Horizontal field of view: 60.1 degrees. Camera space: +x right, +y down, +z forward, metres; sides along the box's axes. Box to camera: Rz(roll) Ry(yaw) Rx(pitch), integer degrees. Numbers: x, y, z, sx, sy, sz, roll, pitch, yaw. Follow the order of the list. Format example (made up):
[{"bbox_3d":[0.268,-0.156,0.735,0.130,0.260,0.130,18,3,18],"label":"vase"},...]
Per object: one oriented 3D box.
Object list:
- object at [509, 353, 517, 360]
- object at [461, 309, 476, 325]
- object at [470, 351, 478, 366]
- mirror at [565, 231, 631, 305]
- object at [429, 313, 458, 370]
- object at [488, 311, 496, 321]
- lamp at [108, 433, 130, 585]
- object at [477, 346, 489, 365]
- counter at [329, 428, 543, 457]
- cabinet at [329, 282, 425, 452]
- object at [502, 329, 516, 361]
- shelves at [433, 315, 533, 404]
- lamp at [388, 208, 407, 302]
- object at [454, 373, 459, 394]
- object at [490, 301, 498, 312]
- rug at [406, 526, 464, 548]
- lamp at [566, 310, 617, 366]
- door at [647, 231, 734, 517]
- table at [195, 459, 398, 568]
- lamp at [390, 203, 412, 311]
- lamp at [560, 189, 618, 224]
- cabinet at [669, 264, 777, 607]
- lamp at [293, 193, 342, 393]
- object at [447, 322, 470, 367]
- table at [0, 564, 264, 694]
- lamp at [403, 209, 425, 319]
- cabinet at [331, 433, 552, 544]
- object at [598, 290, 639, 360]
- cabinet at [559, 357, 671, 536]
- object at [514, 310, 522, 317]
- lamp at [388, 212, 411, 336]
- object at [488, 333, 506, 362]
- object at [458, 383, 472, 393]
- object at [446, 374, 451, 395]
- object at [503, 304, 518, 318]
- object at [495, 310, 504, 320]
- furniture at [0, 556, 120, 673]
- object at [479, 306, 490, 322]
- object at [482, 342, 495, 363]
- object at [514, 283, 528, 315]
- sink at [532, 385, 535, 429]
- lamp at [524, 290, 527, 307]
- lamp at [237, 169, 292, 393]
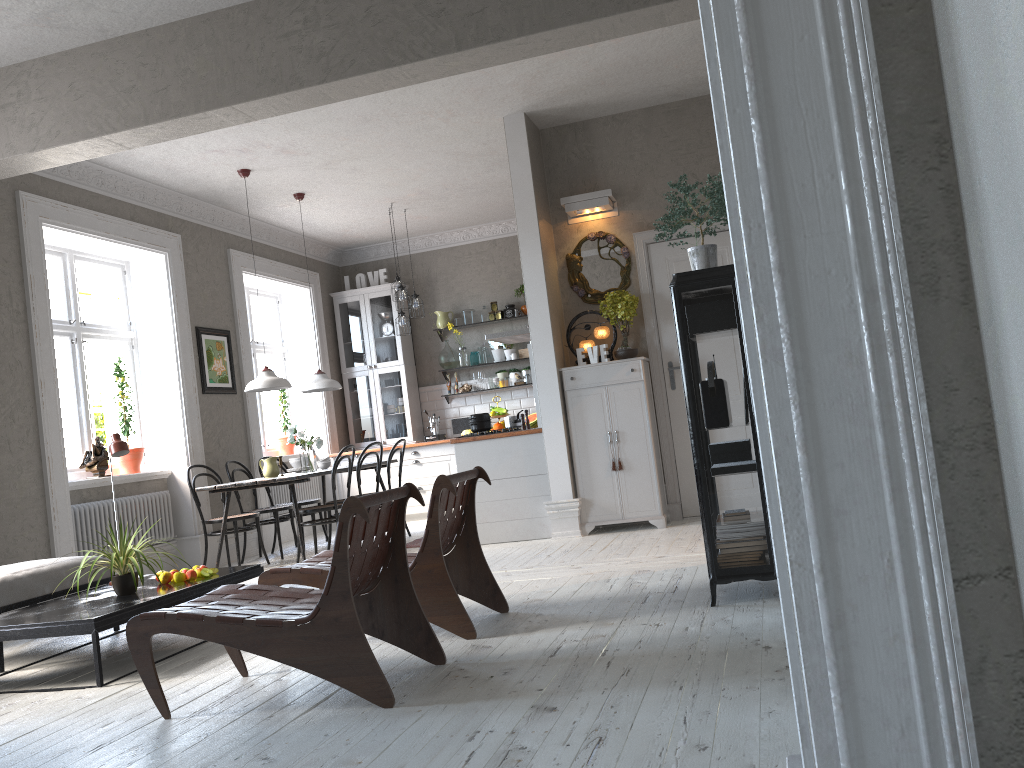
[{"bbox_3d":[0.025,-0.317,10.250,0.064,0.071,0.104,-4,-4,-45],"label":"object"},{"bbox_3d":[-0.511,-0.781,10.460,0.175,0.184,0.168,-5,-3,-36],"label":"object"},{"bbox_3d":[-0.435,-0.296,10.485,0.124,0.172,0.127,-8,-3,18],"label":"object"},{"bbox_3d":[0.701,-0.943,7.161,0.527,0.593,0.072,-8,-3,14],"label":"mirror"},{"bbox_3d":[-0.795,-0.507,10.474,0.338,0.674,0.334,-6,-3,-17],"label":"object"},{"bbox_3d":[-0.223,-0.787,10.382,0.082,0.113,0.083,-8,-3,15],"label":"object"},{"bbox_3d":[-2.203,0.697,4.952,0.141,0.839,0.246,-5,-3,-40],"label":"lamp"},{"bbox_3d":[-0.344,-0.331,10.369,0.122,0.206,0.127,-9,-3,37],"label":"object"},{"bbox_3d":[-0.784,0.590,8.865,3.130,0.039,3.425,-8,-3,15],"label":"counter"},{"bbox_3d":[-1.591,-0.179,10.597,0.871,1.920,0.391,-8,-3,14],"label":"cabinet"},{"bbox_3d":[-0.040,-0.459,10.335,0.187,0.380,0.166,-6,-3,-24],"label":"object"},{"bbox_3d":[-0.218,-0.271,10.399,1.303,0.923,0.231,-8,-3,14],"label":"shelves"},{"bbox_3d":[-1.260,-1.721,9.157,0.146,1.734,0.147,-7,-3,2],"label":"lamp"},{"bbox_3d":[-0.655,-0.012,10.501,0.063,0.264,0.052,-5,-3,-39],"label":"object"},{"bbox_3d":[-0.208,-0.902,10.367,0.083,0.113,0.082,-7,-3,-5],"label":"object"},{"bbox_3d":[-0.491,1.345,7.937,0.729,0.014,1.302,-8,-3,15],"label":"rug"},{"bbox_3d":[0.640,-0.308,7.032,0.443,0.558,0.174,-8,-3,22],"label":"lamp"},{"bbox_3d":[1.571,-0.082,6.935,0.744,2.182,0.081,-8,-3,13],"label":"door"},{"bbox_3d":[-1.770,1.142,7.824,0.895,0.735,1.940,-8,-3,15],"label":"table"},{"bbox_3d":[-1.197,-1.607,8.974,0.149,1.734,0.144,-6,-3,-28],"label":"lamp"},{"bbox_3d":[0.622,-1.420,7.104,0.412,0.171,0.222,-8,-3,14],"label":"lamp"},{"bbox_3d":[1.004,0.227,4.131,0.344,1.471,0.624,-8,-3,15],"label":"cabinet"},{"bbox_3d":[-1.880,-0.857,8.246,0.374,1.858,0.385,-8,-3,22],"label":"lamp"},{"bbox_3d":[-0.632,-0.464,10.387,0.191,0.540,0.282,-7,-3,7],"label":"object"},{"bbox_3d":[-1.990,1.220,4.514,0.841,0.303,1.324,-8,-3,15],"label":"table"},{"bbox_3d":[-1.092,-1.554,9.274,0.146,1.734,0.147,-7,-3,2],"label":"lamp"},{"bbox_3d":[-0.261,0.939,8.883,2.024,0.854,4.120,-6,-3,-29],"label":"cabinet"},{"bbox_3d":[0.870,-0.460,6.895,0.347,0.553,0.291,-5,-4,-41],"label":"object"},{"bbox_3d":[0.805,0.481,6.879,0.660,1.297,0.388,-8,-3,14],"label":"cabinet"},{"bbox_3d":[0.070,-0.822,10.254,0.092,0.096,0.075,-8,-3,15],"label":"object"},{"bbox_3d":[-1.238,-1.373,9.312,0.148,1.734,0.145,-6,-3,-18],"label":"lamp"},{"bbox_3d":[-0.150,-0.429,10.416,0.240,0.354,0.239,-9,-3,33],"label":"object"},{"bbox_3d":[-0.554,0.048,10.449,0.178,0.111,0.096,-7,-3,-8],"label":"object"},{"bbox_3d":[-0.751,0.002,10.541,0.054,0.264,0.061,-6,-3,-14],"label":"object"},{"bbox_3d":[-0.014,-0.844,10.378,0.140,0.174,0.143,-8,-3,15],"label":"object"},{"bbox_3d":[-0.141,-0.798,10.357,0.081,0.113,0.084,-8,-3,25],"label":"object"},{"bbox_3d":[-2.700,1.228,4.823,0.577,0.476,0.836,-8,-3,15],"label":"furniture"},{"bbox_3d":[-0.316,-0.821,10.511,0.142,0.220,0.137,-6,-3,-26],"label":"object"},{"bbox_3d":[-0.283,-0.360,10.511,0.130,0.264,0.133,-8,-3,20],"label":"object"},{"bbox_3d":[0.181,-0.986,10.283,0.255,0.397,0.246,-9,-4,39],"label":"object"},{"bbox_3d":[0.171,0.296,7.954,0.523,0.720,0.491,-8,-3,15],"label":"sink"},{"bbox_3d":[0.114,-1.691,9.516,0.150,1.734,0.143,-5,-4,-43],"label":"lamp"},{"bbox_3d":[-2.132,-0.870,7.378,0.387,1.858,0.371,-5,-3,-38],"label":"lamp"}]
